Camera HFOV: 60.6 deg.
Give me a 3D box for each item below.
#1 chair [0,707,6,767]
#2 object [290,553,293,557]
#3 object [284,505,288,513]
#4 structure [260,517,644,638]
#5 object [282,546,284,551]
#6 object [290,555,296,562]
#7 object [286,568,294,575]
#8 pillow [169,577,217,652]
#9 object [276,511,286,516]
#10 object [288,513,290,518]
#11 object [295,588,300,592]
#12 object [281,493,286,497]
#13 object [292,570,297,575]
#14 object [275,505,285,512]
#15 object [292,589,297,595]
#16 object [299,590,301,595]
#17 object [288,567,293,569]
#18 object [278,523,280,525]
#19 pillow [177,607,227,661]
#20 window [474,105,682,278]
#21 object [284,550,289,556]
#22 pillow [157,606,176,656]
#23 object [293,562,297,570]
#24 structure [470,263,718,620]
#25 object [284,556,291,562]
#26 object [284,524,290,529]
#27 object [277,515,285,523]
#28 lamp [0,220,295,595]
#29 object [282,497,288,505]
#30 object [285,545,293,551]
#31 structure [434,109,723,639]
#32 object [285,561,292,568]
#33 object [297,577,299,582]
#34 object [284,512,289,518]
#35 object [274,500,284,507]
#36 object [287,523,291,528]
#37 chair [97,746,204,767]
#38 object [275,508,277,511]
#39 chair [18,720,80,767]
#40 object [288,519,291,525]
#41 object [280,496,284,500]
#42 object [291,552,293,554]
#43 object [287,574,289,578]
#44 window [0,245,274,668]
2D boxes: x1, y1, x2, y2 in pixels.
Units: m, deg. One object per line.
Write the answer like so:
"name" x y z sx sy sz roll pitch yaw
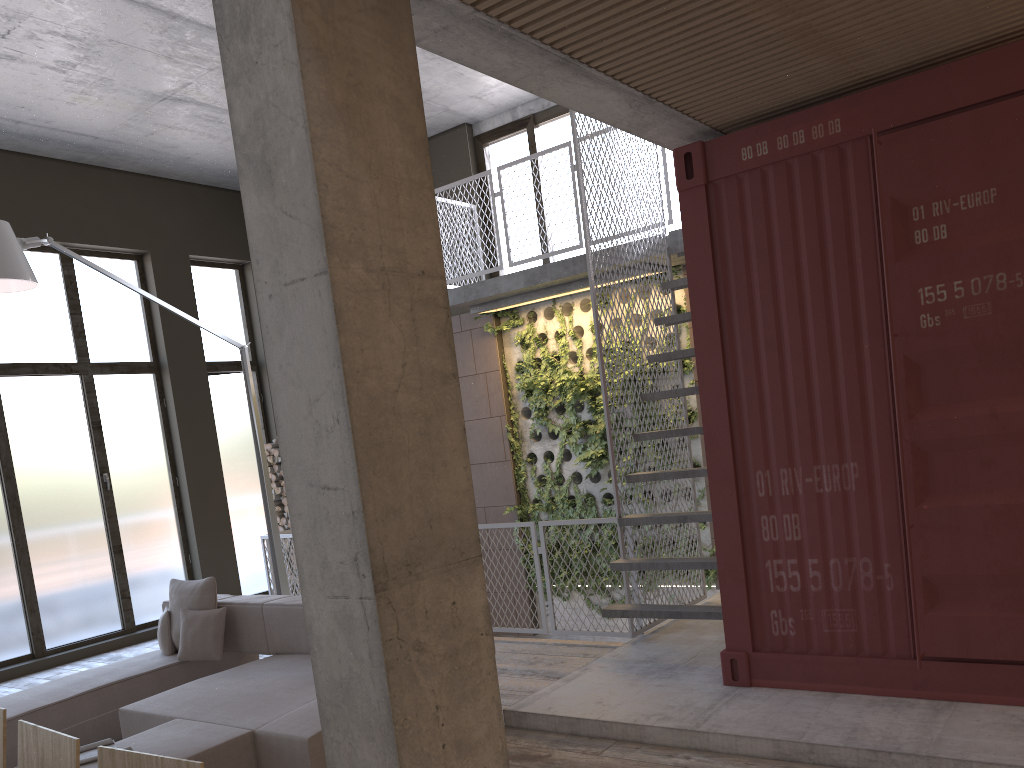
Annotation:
"chair" -1.626 1.491 2.216 0.350 1.205 0.712 -3 5 40
"object" -2.647 2.119 11.039 0.065 0.075 0.355 -6 -1 38
"object" -2.637 1.527 10.947 0.093 0.094 0.432 -6 -2 37
"structure" -0.267 1.743 8.740 4.462 0.941 1.904 -9 -3 36
"object" -2.796 2.101 11.196 0.070 0.119 0.360 -5 -1 36
"object" -2.623 2.148 10.958 0.099 0.108 0.290 -6 -1 35
"object" -2.635 2.327 11.080 0.094 0.084 0.474 -7 -2 37
"pillow" -2.331 1.686 6.383 0.567 0.562 0.218 -6 4 38
"object" -2.848 1.610 10.998 0.072 0.073 0.418 -6 -2 37
"object" -2.597 1.599 10.923 0.068 0.067 0.418 -6 -2 37
"object" -2.579 2.594 11.131 0.102 0.087 0.358 -7 -2 35
"object" -2.708 1.357 10.912 0.089 0.057 0.328 -8 -3 37
"object" -2.572 2.327 11.037 0.067 0.068 0.418 -6 -2 37
"object" -2.772 1.548 11.066 0.115 0.080 0.430 -8 -3 37
"object" -2.655 2.620 11.158 0.093 0.094 0.432 -6 -2 35
"object" -2.502 2.593 11.062 0.115 0.080 0.430 -7 -3 35
"object" -2.759 2.325 11.064 0.072 0.073 0.418 -6 -2 37
"object" -2.842 1.718 11.136 0.092 0.093 0.432 -6 -2 37
"pillow" -2.173 1.757 6.155 0.378 0.376 0.167 -7 4 10
"window" 1.154 -2.065 8.629 3.594 1.764 0.108 -8 3 36
"object" -2.723 2.110 11.052 0.094 0.084 0.474 -7 -2 35
"pillow" -2.569 1.854 6.546 0.150 0.379 0.369 -9 2 -21
"object" -2.548 2.242 11.013 0.093 0.094 0.432 -6 -2 37
"structure" 0.875 0.615 8.983 2.644 3.855 0.989 -5 5 36
"object" -2.754 2.198 11.122 0.091 0.090 0.450 -6 -2 38
"object" -2.700 1.759 11.011 0.065 0.075 0.355 -6 -2 35
"object" -2.773 1.677 11.084 0.091 0.090 0.450 -6 -2 37
"lamp" -2.439 0.701 6.487 0.760 3.454 2.595 -5 3 24
"object" -2.712 1.433 10.892 0.099 0.108 0.290 -6 -1 35
"object" -2.665 2.027 11.025 0.115 0.080 0.430 -7 -3 35
"structure" 0.621 -0.003 7.687 3.708 4.353 2.994 -6 3 36
"object" -2.683 2.263 11.132 0.115 0.080 0.430 -8 -3 37
"object" -2.527 2.392 10.886 0.101 0.103 0.289 -6 -1 35
"object" -2.661 1.612 10.971 0.067 0.068 0.418 -6 -2 37
"object" -2.843 1.483 11.056 0.091 0.090 0.450 -6 -2 38
"object" -2.623 1.732 10.946 0.123 0.068 0.359 -8 -3 37
"chair" -0.862 1.357 1.548 0.351 1.205 0.711 -4 4 33
"object" -2.871 1.577 11.096 0.123 0.068 0.359 -8 -3 35
"chair" -1.258 1.425 1.863 0.350 1.205 0.712 -3 5 41
"object" -2.616 1.677 10.820 0.101 0.103 0.289 -6 -1 35
"object" -2.736 1.404 10.973 0.065 0.075 0.355 -6 -1 38
"object" -2.619 2.072 10.979 0.089 0.057 0.328 -8 -3 37
"object" -2.684 2.392 11.150 0.091 0.090 0.450 -6 -2 37
"window" -5.791 0.711 7.520 0.210 4.199 9.101 -3 1 35
